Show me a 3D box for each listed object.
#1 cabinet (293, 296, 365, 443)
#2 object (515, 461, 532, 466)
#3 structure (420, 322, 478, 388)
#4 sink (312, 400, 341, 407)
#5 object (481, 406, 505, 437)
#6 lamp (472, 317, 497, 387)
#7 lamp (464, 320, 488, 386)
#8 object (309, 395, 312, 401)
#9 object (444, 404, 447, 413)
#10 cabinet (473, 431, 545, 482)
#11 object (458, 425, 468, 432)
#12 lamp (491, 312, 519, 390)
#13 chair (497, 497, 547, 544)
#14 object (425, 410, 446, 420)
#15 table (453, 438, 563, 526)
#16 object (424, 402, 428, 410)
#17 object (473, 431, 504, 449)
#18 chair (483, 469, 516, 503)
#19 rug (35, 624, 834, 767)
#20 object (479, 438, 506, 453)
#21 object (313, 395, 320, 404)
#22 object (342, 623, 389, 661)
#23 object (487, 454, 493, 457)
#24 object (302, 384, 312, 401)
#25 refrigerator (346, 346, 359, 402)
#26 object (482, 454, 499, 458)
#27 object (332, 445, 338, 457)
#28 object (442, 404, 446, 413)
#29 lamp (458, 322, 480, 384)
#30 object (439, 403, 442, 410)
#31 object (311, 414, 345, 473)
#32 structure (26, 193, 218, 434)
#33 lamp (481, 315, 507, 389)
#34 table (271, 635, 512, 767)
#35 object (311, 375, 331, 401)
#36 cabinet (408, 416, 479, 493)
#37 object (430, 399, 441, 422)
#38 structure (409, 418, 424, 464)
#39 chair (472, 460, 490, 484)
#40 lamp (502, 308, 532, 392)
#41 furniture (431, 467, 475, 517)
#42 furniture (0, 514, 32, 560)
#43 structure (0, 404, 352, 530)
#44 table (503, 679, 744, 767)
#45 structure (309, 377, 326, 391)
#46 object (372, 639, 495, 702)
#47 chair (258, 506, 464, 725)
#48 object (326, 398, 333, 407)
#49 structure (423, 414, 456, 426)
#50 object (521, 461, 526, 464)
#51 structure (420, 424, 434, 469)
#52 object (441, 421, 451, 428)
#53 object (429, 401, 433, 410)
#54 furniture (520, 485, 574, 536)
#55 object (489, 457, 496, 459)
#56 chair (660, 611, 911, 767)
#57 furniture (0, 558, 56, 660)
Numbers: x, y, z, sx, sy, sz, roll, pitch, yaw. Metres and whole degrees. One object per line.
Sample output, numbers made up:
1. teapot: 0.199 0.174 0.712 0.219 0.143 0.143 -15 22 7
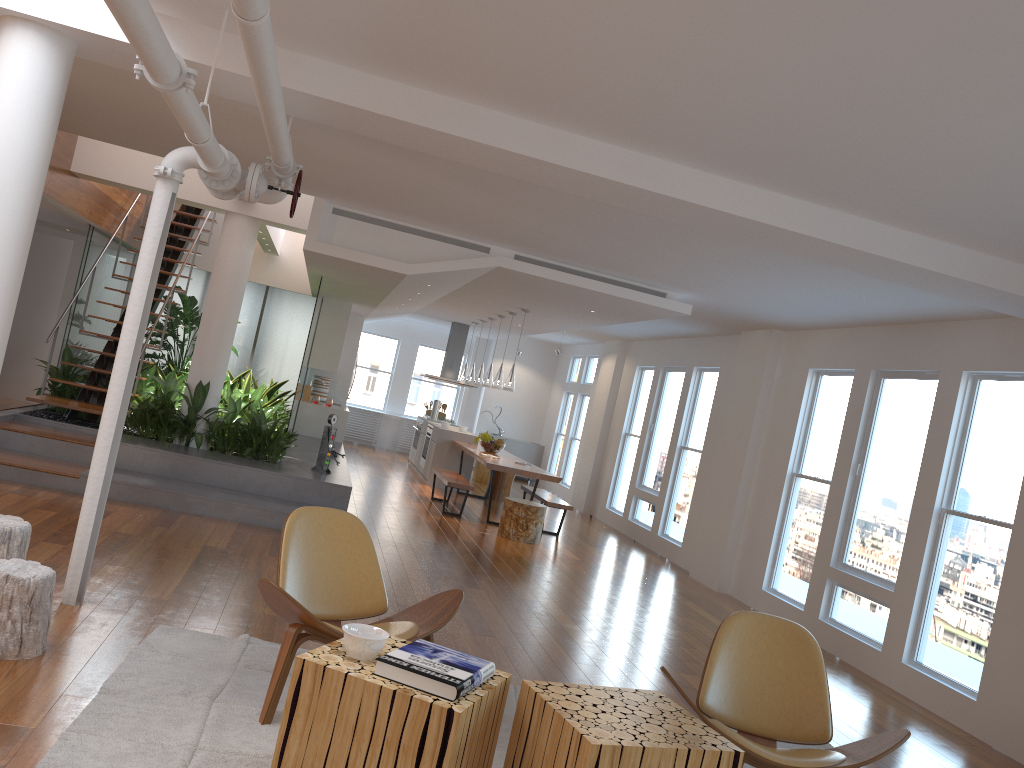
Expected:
1. cabinet: -2.943 -0.060 14.292 0.676 2.280 4.565 13 -1 -12
2. object: 0.140 0.975 10.854 0.222 0.020 0.222 13 -1 -20
3. structure: -0.936 -0.699 15.007 0.909 1.405 0.900 13 -1 -12
4. sink: -2.802 0.394 13.277 0.449 0.192 0.666 13 -1 -12
5. object: -0.332 0.688 16.925 0.590 0.563 0.210 14 -2 -41
6. lamp: -0.377 -0.489 12.658 0.160 1.060 0.160 12 -1 15
7. lamp: -0.526 -0.508 13.365 0.160 1.060 0.160 12 -1 15
8. object: -2.934 0.147 12.764 0.100 0.170 0.173 13 -1 -10
9. object: -1.184 0.495 15.480 0.057 0.294 0.030 13 -1 -12
10. cabinet: -0.113 1.399 17.034 1.309 0.725 0.420 13 -1 -12
11. object: -0.725 0.666 13.071 0.152 0.082 0.152 12 -2 39
12. lamp: -0.078 -0.453 11.243 0.160 1.060 0.160 12 -1 15
13. chair: 0.109 1.463 9.526 0.460 0.400 0.460 13 -1 -2
14. object: -1.328 0.542 15.440 0.353 0.157 0.084 13 -1 -12
15. table: -0.548 1.232 12.799 0.893 0.704 5.996 13 -1 -12
16. object: -1.465 0.447 15.417 0.199 0.259 0.016 13 -1 -2
17. object: -0.285 0.772 11.819 0.292 0.284 0.394 11 -2 42
18. chair: -0.172 1.447 12.753 0.396 0.455 0.402 13 -1 -22
19. rug: 0.224 1.525 2.793 3.525 0.057 3.478 13 -1 -8
20. object: -0.272 0.839 11.809 0.360 0.159 0.360 11 -2 41
21. object: -2.711 0.216 12.282 0.094 0.106 0.094 13 -1 -6
22. object: -0.474 0.827 2.823 0.152 0.082 0.152 12 -2 39
23. object: -0.271 0.877 10.813 0.079 0.030 0.070 11 -2 41
24. object: -2.890 0.126 12.519 0.104 0.222 0.200 13 -1 -12
25. refrigerator: -3.091 0.144 15.025 0.725 1.772 0.908 13 -1 -12
26. object: -0.272 0.882 10.813 0.222 0.020 0.222 12 -1 29
27. object: -2.090 0.736 10.156 0.181 0.155 0.216 11 -2 43
28. object: -1.216 0.487 15.455 0.068 0.298 0.039 13 -1 -12
29. lamp: -0.676 -0.526 14.072 0.160 1.060 0.160 12 -1 15
30. object: -1.276 0.473 15.439 0.057 0.299 0.019 13 -1 -12
31. object: -1.707 0.580 8.478 0.318 0.565 0.134 12 -1 24
32. structure: -3.273 -1.382 10.349 2.552 4.265 4.591 13 -1 -12
33. lamp: -0.227 -0.471 11.951 0.160 1.060 0.160 12 -1 15
34. table: -0.385 1.161 2.830 0.548 0.534 0.489 12 -1 18
35. object: -2.991 0.064 13.825 0.267 0.356 0.266 12 -1 14
36. cabinet: -1.142 1.062 14.097 0.597 0.832 2.936 13 -1 -12
37. object: -1.244 0.441 14.532 0.120 0.356 0.172 12 -1 36
38. structure: -1.363 1.006 14.977 0.649 0.735 0.890 13 -1 -12
39. chair: -0.434 1.442 14.962 0.344 0.430 0.549 13 -1 -8
40. lamp: 0.072 -0.435 10.536 0.160 1.060 0.160 12 -1 15
41. furniture: -0.760 1.305 10.707 0.316 0.389 1.433 13 -1 -12
42. furniture: -2.289 0.806 3.897 0.298 0.418 0.290 11 -2 41
43. structure: -3.386 0.716 9.702 3.088 0.386 5.584 13 -1 -12
44. table: 0.317 1.317 2.832 0.548 0.534 0.489 13 -1 -24
45. structure: -2.951 0.159 13.269 0.248 0.536 0.115 13 -1 -12
46. object: -0.237 0.896 2.790 0.279 0.048 0.334 12 -1 19
47. chair: -0.655 1.011 3.848 0.856 0.752 0.867 13 -1 -7
48. object: -2.528 0.256 12.274 0.094 0.106 0.094 13 -1 -6
49. structure: -1.233 0.599 15.006 0.520 0.073 0.650 13 -1 -12
50. object: 0.141 0.969 10.854 0.079 0.030 0.070 12 -1 31
51. structure: -1.298 0.946 13.546 0.072 0.648 0.644 13 -1 -12
52. object: -0.989 0.609 13.141 0.152 0.082 0.152 12 -1 27
53. object: -1.426 0.438 15.427 0.055 0.299 0.027 13 -1 -12
54. furniture: 0.378 1.563 10.954 0.316 0.389 1.433 13 -1 -12
55. object: -0.258 0.886 10.679 0.149 0.014 0.044 13 -1 -13
56. chair: 1.069 1.386 3.488 0.856 0.752 0.867 12 -1 38
57. furniture: -2.015 0.904 3.596 0.294 0.333 0.292 14 -2 -42
